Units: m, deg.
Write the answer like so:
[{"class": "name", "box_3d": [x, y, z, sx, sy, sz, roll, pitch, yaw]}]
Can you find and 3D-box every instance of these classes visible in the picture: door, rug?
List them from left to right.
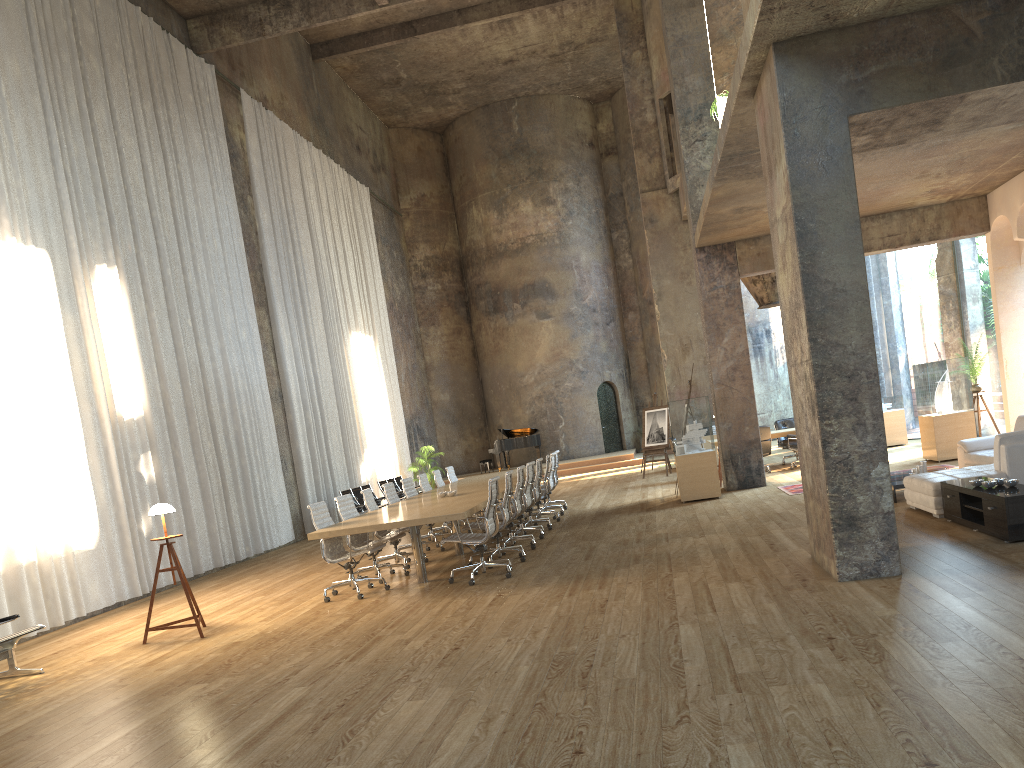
[{"class": "door", "box_3d": [3.096, 1.065, 28.312, 0.893, 2.313, 0.092, -11, 5, -32]}, {"class": "rug", "box_3d": [5.165, 1.370, 12.658, 2.470, 0.009, 1.337, -9, -3, 10]}]

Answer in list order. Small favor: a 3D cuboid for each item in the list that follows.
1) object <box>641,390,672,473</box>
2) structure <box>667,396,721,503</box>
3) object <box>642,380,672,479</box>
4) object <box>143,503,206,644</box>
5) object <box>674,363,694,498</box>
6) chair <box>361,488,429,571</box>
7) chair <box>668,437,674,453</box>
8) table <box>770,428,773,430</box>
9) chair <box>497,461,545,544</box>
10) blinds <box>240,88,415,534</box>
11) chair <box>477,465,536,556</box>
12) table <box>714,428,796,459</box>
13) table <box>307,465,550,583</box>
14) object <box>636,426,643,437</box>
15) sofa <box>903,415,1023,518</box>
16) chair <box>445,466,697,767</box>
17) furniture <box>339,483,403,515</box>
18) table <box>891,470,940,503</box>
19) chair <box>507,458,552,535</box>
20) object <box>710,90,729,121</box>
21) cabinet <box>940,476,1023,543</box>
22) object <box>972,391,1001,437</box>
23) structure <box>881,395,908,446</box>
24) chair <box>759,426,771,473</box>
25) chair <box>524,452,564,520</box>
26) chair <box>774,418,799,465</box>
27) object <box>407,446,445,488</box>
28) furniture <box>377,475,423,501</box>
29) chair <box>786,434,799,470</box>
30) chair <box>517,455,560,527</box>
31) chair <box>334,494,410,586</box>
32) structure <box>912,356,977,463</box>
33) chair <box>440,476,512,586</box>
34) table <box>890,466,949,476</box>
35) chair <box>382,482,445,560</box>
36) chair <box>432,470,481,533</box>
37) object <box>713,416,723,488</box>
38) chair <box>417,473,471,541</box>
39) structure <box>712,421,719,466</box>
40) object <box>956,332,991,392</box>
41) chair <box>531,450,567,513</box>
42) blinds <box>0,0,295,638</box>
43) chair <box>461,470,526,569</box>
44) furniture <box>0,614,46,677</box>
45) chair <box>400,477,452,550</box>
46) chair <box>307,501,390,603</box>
[{"class": "object", "box_3d": [3.413, 1.068, 21.308, 0.689, 2.162, 0.691, -6, 5, 35]}, {"class": "structure", "box_3d": [2.792, 1.003, 13.506, 0.596, 1.559, 0.735, -8, 3, 9]}, {"class": "object", "box_3d": [3.219, 0.993, 19.433, 0.706, 2.162, 0.674, -5, 5, 41]}, {"class": "object", "box_3d": [-3.148, 1.754, 8.265, 0.574, 1.307, 0.649, -6, 4, 42]}, {"class": "object", "box_3d": [2.871, 0.764, 14.364, 0.686, 2.162, 0.694, -8, 4, 8]}, {"class": "chair", "box_3d": [-1.465, 1.776, 10.965, 0.701, 1.033, 0.659, -8, 2, 9]}, {"class": "chair", "box_3d": [3.522, 1.429, 17.188, 0.822, 0.899, 0.724, -9, 1, 6]}, {"class": "table", "box_3d": [5.868, 1.572, 23.067, 1.877, 0.550, 0.934, -9, -1, 10]}, {"class": "chair", "box_3d": [0.051, 1.588, 11.742, 0.703, 1.033, 0.658, -8, 2, 18]}, {"class": "blinds", "box_3d": [-3.931, -1.234, 20.741, 0.276, 8.704, 7.762, -8, 1, 10]}, {"class": "chair", "box_3d": [-0.088, 1.560, 10.858, 0.702, 1.033, 0.658, -8, 2, 15]}, {"class": "table", "box_3d": [5.051, 1.277, 16.919, 2.417, 0.705, 1.096, -9, -1, 10]}, {"class": "table", "box_3d": [-0.575, 1.849, 12.330, 1.606, 0.762, 7.661, -9, -3, 9]}, {"class": "object", "box_3d": [4.435, 1.714, 28.584, 0.918, 0.998, 0.897, -8, 1, 21]}, {"class": "sofa", "box_3d": [5.258, 0.830, 9.700, 2.070, 0.726, 2.908, -9, -3, 9]}, {"class": "chair", "box_3d": [2.006, 1.474, 14.924, 12.991, 1.038, 31.288, -9, -3, 9]}, {"class": "furniture", "box_3d": [-2.791, 2.450, 17.782, 0.710, 0.846, 1.859, -8, -2, 9]}, {"class": "table", "box_3d": [4.810, 1.207, 10.447, 0.792, 0.204, 1.103, -9, -3, 9]}, {"class": "chair", "box_3d": [0.192, 1.615, 12.607, 0.702, 1.033, 0.658, -8, 2, 15]}, {"class": "object", "box_3d": [3.706, -3.400, 12.856, 1.408, 1.822, 1.342, -8, 2, 15]}, {"class": "cabinet", "box_3d": [4.145, 1.062, 7.580, 0.397, 0.371, 1.551, -9, -3, 9]}, {"class": "object", "box_3d": [7.446, 0.620, 14.128, 0.652, 0.979, 0.572, -10, 3, -26]}, {"class": "structure", "box_3d": [7.614, 0.793, 18.103, 0.737, 1.022, 0.737, -8, 2, 9]}, {"class": "chair", "box_3d": [4.434, 1.240, 16.289, 0.730, 0.898, 0.816, -9, 1, 3]}, {"class": "chair", "box_3d": [0.471, 1.670, 14.366, 0.703, 1.033, 0.658, -8, 2, 18]}, {"class": "chair", "box_3d": [5.657, 1.125, 17.571, 0.732, 0.898, 0.814, -8, 1, 10]}, {"class": "object", "box_3d": [-2.255, 2.387, 23.632, 1.092, 1.467, 1.123, -9, 2, 0]}, {"class": "furniture", "box_3d": [-2.415, 2.524, 20.128, 0.710, 0.846, 1.859, -8, -2, 9]}, {"class": "chair", "box_3d": [5.426, 1.081, 16.147, 0.725, 0.898, 0.822, -9, 1, -17]}, {"class": "chair", "box_3d": [0.344, 1.643, 13.523, 0.701, 1.033, 0.659, -8, 2, 9]}, {"class": "chair", "box_3d": [-1.600, 1.750, 10.124, 0.703, 1.033, 0.658, -8, 2, 18]}, {"class": "structure", "box_3d": [6.767, 0.410, 13.738, 0.596, 1.559, 0.735, -8, 3, 9]}, {"class": "chair", "box_3d": [-0.382, 1.503, 9.024, 0.702, 1.033, 0.658, -8, 2, 15]}, {"class": "table", "box_3d": [4.865, 1.197, 10.808, 0.862, 0.248, 0.367, -9, -1, 10]}, {"class": "chair", "box_3d": [-1.330, 1.807, 11.884, 0.702, 1.033, 0.658, -8, 2, 15]}, {"class": "chair", "box_3d": [-0.907, 1.890, 14.535, 0.702, 1.033, 0.658, -8, 2, 13]}, {"class": "object", "box_3d": [3.744, 1.081, 15.061, 0.572, 1.307, 0.651, -8, 3, 9]}, {"class": "chair", "box_3d": [-1.050, 1.862, 13.633, 0.702, 1.033, 0.658, -8, 2, 15]}, {"class": "structure", "box_3d": [4.485, 1.375, 19.974, 0.745, 1.022, 0.729, -8, 2, 9]}, {"class": "object", "box_3d": [7.365, -0.334, 14.049, 0.688, 0.946, 0.855, -9, 1, 0]}, {"class": "chair", "box_3d": [0.572, 1.703, 15.221, 0.702, 1.033, 0.658, -8, 2, 15]}, {"class": "blinds", "box_3d": [-5.291, -1.500, 12.246, 0.276, 8.704, 7.762, -8, 1, 10]}, {"class": "chair", "box_3d": [-0.231, 1.531, 9.956, 0.702, 1.033, 0.658, -8, 2, 13]}, {"class": "furniture", "box_3d": [-4.503, 2.096, 6.741, 0.710, 0.846, 1.859, -8, -2, 9]}, {"class": "chair", "box_3d": [-1.189, 1.833, 12.749, 0.703, 1.033, 0.658, -8, 2, 18]}, {"class": "chair", "box_3d": [-1.708, 1.719, 9.270, 0.702, 1.033, 0.658, -8, 2, 15]}]
